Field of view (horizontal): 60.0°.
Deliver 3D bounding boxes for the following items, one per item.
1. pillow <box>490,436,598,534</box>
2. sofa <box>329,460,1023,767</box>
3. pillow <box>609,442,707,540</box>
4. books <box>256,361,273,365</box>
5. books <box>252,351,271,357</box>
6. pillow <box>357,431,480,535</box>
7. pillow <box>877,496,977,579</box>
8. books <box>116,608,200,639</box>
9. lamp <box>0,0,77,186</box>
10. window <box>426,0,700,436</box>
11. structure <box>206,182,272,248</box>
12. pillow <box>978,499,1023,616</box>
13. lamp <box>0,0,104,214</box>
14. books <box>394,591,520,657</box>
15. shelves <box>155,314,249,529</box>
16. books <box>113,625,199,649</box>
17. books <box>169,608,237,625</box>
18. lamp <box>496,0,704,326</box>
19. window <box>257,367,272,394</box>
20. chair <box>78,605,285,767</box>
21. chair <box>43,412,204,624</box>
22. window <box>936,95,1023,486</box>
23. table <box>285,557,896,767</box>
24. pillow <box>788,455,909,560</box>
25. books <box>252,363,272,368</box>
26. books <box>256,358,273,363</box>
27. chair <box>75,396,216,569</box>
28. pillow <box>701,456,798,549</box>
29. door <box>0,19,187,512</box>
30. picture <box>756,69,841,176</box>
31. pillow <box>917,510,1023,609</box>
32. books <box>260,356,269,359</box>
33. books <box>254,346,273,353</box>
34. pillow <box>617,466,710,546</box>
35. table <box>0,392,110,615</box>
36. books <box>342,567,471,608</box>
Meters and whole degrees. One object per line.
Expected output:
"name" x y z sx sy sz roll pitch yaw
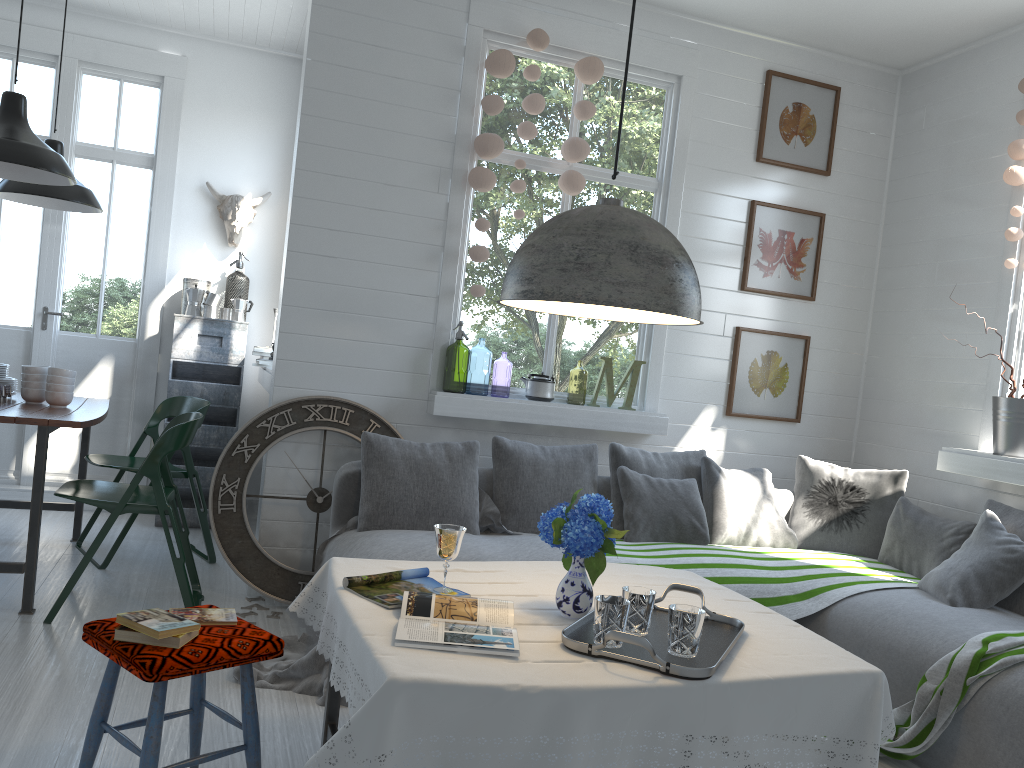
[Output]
"pillow" 0.192 0.573 4.876 0.641 0.521 0.280 6 2 -18
"sofa" 1.116 1.071 3.640 3.396 0.899 3.404 6 1 -19
"pillow" 0.853 0.644 5.090 0.639 0.561 0.278 6 2 -18
"books" -1.653 -0.141 6.175 0.232 0.017 0.307 6 1 -20
"books" -1.744 -0.213 6.491 0.262 0.028 0.320 6 1 -9
"pillow" -0.466 0.535 4.558 0.639 0.522 0.278 6 2 -19
"pillow" 2.270 0.869 4.822 0.280 0.439 0.495 6 2 -17
"books" -0.973 0.654 2.439 0.189 0.022 0.133 7 1 32
"lamp" -2.552 -1.854 4.605 0.650 1.500 0.649 5 2 -22
"window" 0.346 -0.951 5.286 1.483 2.400 0.253 6 2 -19
"structure" -2.135 -1.298 6.865 0.491 0.471 0.189 6 2 -16
"pillow" 2.453 0.861 4.277 0.279 0.522 0.638 6 2 -19
"lamp" -2.923 -1.916 5.722 0.649 1.500 0.650 7 2 26
"books" -0.141 0.609 2.326 0.300 0.049 0.422 6 1 -4
"shelves" -2.307 0.269 6.607 0.513 1.516 0.678 6 2 -19
"books" -0.974 0.681 2.436 0.182 0.030 0.128 6 1 3
"books" -0.921 0.693 2.641 0.189 0.012 0.133 6 1 -21
"lamp" 0.365 -1.221 2.543 0.600 2.046 0.601 8 3 42
"window" -1.406 -1.155 5.904 0.254 2.400 1.870 6 2 -19
"chair" -0.969 0.981 2.557 0.419 0.563 0.419 8 2 41
"chair" -1.879 0.633 4.434 0.730 1.007 0.650 6 2 -19
"window" 2.944 -0.648 4.337 0.379 2.400 1.480 6 2 -19
"table" 0.167 1.021 2.656 1.671 0.725 1.326 6 1 -17
"pillow" 1.984 0.747 5.271 0.638 0.561 0.395 7 2 21
"books" -1.654 -0.123 6.171 0.232 0.017 0.313 6 1 -4
"books" -1.643 -0.155 6.175 0.250 0.014 0.310 6 1 -12
"chair" -2.228 0.575 5.482 0.731 1.007 0.650 5 2 -39
"pillow" 1.350 0.702 5.198 0.616 0.526 0.344 6 2 -20
"door" -3.410 -0.834 6.521 1.610 3.482 0.253 6 2 -19
"picture" 1.864 -1.689 5.757 0.556 0.580 0.036 6 2 -19
"pillow" 2.203 0.840 4.209 0.416 0.463 0.380 6 2 -4
"books" -1.717 -0.182 6.513 0.237 0.028 0.299 6 1 -21
"books" -1.768 -0.245 6.493 0.236 0.035 0.296 6 1 -17
"pillow" 0.822 0.700 4.937 0.528 0.445 0.277 6 2 -4
"table" -2.866 0.541 4.796 1.172 0.930 1.693 6 1 -21
"books" -0.305 0.592 2.588 0.300 0.043 0.228 5 2 -45
